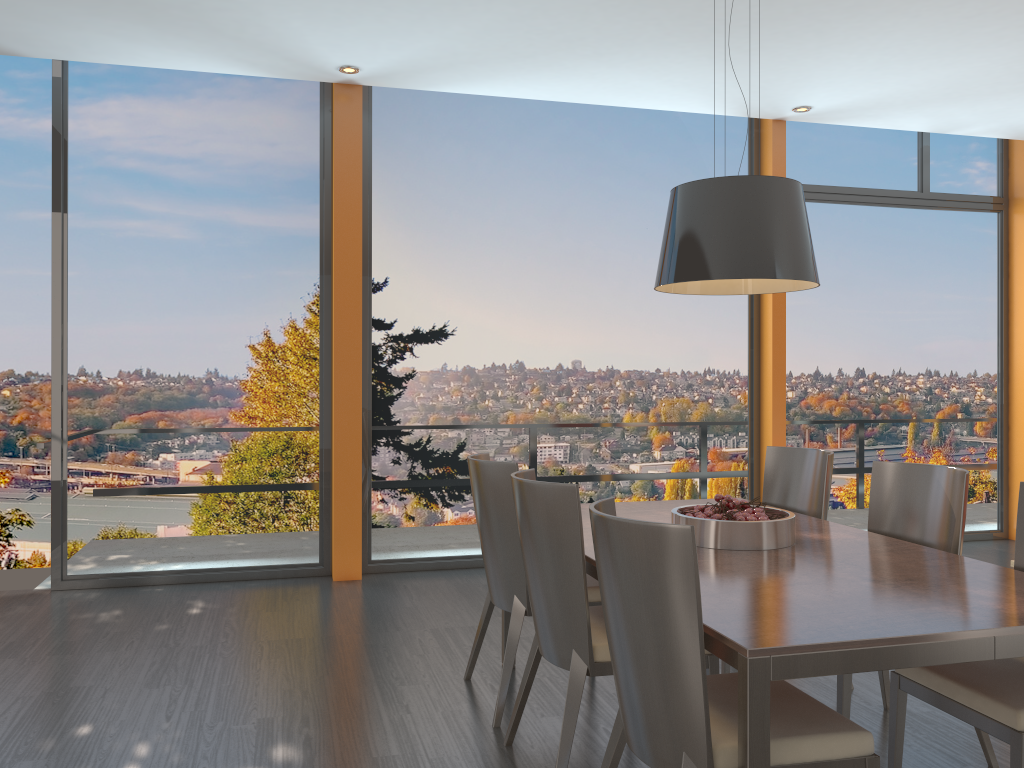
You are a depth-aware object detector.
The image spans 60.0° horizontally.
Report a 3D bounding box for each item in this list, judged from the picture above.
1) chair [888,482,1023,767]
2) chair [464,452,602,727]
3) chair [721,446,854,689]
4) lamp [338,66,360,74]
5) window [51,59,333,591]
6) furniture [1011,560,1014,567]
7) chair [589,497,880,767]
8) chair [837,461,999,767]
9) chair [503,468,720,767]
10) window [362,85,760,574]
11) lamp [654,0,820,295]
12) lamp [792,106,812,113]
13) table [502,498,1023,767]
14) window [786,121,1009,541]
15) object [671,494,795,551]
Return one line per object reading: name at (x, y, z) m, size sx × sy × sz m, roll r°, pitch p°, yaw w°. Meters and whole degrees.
chair at (1.454, 0.784, 2.445) m, size 0.614 × 0.968 × 0.548 m, roll 0°, pitch 0°, yaw -15°
chair at (0.124, 0.776, 3.588) m, size 0.614 × 0.968 × 0.548 m, roll 0°, pitch 0°, yaw -15°
chair at (1.085, 0.775, 3.861) m, size 0.614 × 0.968 × 0.548 m, roll 0°, pitch 0°, yaw -15°
lamp at (-0.984, -1.896, 5.355) m, size 0.129 × 0.010 × 0.129 m, roll 0°, pitch 0°, yaw 30°
window at (-1.976, -0.430, 5.579) m, size 1.662 × 3.346 × 0.070 m, roll 0°, pitch 0°, yaw -15°
furniture at (3.028, 1.083, 3.606) m, size 0.492 × 0.357 × 2.005 m, roll 0°, pitch 0°, yaw -15°
chair at (0.493, 0.785, 2.172) m, size 0.614 × 0.968 × 0.548 m, roll 0°, pitch 0°, yaw -15°
chair at (1.278, 0.780, 3.121) m, size 0.614 × 0.968 × 0.548 m, roll 0°, pitch 0°, yaw -15°
chair at (0.300, 0.780, 2.912) m, size 0.614 × 0.968 × 0.548 m, roll 0°, pitch 0°, yaw -15°
window at (0.409, -0.431, 6.200) m, size 2.924 × 3.346 × 0.070 m, roll 0°, pitch 0°, yaw -15°
lamp at (0.787, -1.129, 3.127) m, size 0.567 × 1.580 × 0.567 m, roll 0°, pitch 0°, yaw 15°
lamp at (2.006, -1.898, 6.134) m, size 0.129 × 0.010 × 0.129 m, roll 0°, pitch 0°, yaw 30°
table at (0.792, 0.934, 3.054) m, size 1.171 × 0.764 × 2.151 m, roll 0°, pitch 0°, yaw -15°
window at (2.947, -0.433, 6.862) m, size 2.104 × 3.346 × 0.070 m, roll 0°, pitch 0°, yaw -15°
object at (0.783, 0.474, 3.152) m, size 0.427 × 0.154 × 0.427 m, roll 0°, pitch 0°, yaw 29°
